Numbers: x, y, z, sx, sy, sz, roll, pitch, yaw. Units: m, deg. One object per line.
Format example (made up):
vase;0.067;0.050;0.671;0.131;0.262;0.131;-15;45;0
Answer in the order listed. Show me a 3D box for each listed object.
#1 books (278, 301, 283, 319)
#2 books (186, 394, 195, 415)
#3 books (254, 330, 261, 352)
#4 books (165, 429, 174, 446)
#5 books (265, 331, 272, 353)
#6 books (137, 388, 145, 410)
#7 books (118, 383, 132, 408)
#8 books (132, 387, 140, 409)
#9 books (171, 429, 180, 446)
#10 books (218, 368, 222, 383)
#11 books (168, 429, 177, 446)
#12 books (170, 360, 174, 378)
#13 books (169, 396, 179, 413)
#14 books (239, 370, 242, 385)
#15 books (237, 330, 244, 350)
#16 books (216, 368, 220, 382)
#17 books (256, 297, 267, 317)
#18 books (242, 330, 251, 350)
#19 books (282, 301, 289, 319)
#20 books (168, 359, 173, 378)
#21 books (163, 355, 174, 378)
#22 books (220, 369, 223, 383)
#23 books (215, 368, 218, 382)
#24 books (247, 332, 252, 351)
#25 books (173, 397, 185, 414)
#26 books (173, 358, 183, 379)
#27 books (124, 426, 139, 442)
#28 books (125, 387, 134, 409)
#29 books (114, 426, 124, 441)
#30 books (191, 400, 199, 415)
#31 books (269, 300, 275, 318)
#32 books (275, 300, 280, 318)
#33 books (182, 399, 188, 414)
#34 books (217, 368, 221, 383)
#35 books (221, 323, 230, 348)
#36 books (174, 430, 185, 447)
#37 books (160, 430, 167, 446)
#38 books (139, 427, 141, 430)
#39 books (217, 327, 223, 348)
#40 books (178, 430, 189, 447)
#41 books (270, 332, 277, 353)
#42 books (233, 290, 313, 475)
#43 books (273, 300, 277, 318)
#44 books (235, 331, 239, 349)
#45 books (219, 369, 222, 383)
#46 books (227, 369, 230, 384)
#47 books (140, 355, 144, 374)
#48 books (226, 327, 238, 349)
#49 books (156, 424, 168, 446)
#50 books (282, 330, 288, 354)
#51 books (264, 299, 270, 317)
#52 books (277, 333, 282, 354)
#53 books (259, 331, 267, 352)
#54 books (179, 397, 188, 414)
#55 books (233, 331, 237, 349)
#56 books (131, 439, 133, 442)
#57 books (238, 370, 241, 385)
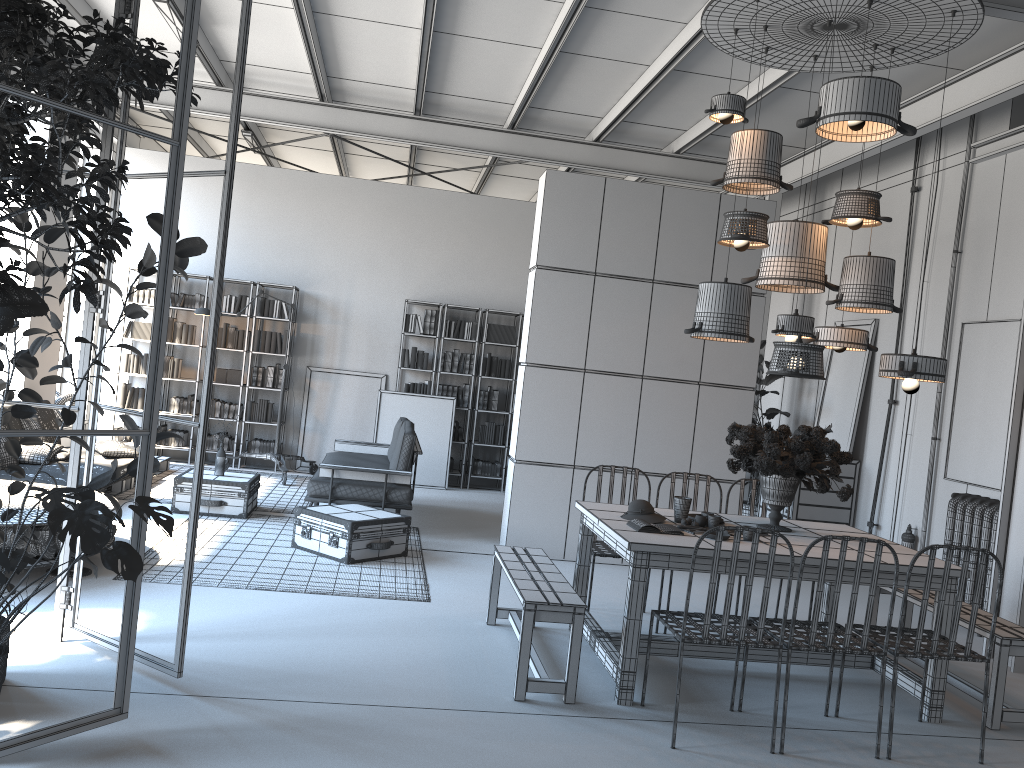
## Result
books;-2.833;-0.907;10.862;0.022;0.236;0.186;6;1;-8
books;-3.923;0.248;10.849;0.036;0.244;0.302;6;1;-8
books;-3.118;-0.527;10.871;0.062;0.265;0.193;6;1;-13
books;-4.173;0.649;10.815;0.037;0.192;0.265;6;1;-8
books;-2.991;-0.513;10.890;0.062;0.265;0.193;6;1;-13
books;-4.466;0.183;10.732;0.062;0.265;0.193;6;1;-8
books;-4.670;0.141;10.694;0.071;0.303;0.222;6;1;-8
books;-4.531;0.176;10.734;0.062;0.265;0.193;6;1;-8
books;-4.106;0.659;10.823;0.040;0.196;0.262;6;1;-8
books;-3.547;-0.100;10.789;0.012;0.177;0.134;6;1;-8
books;-4.142;0.655;10.825;0.030;0.192;0.277;6;1;-8
books;-4.068;-0.180;10.649;0.022;0.227;0.165;6;1;-8
books;-4.114;0.251;10.807;0.056;0.195;0.270;6;1;-8
books;-3.298;-0.078;10.802;0.012;0.177;0.134;6;1;-8
books;-3.315;-0.540;10.871;0.057;0.244;0.178;6;1;-8
books;-3.570;-0.103;10.786;0.012;0.177;0.134;6;1;-8
books;-3.060;-0.937;10.831;0.083;0.242;0.178;6;1;-8
books;-3.258;-0.534;10.891;0.057;0.244;0.178;6;1;-8
books;-2.772;-0.895;10.871;0.107;0.229;0.184;6;1;-8
books;-4.089;-0.182;10.645;0.022;0.227;0.165;6;1;-8
books;-4.146;-0.209;10.661;0.091;0.266;0.195;6;1;-8
books;-3.524;-0.098;10.792;0.012;0.177;0.134;6;1;-8
books;-3.581;-0.104;10.784;0.012;0.177;0.134;6;1;-8
books;-3.215;-0.520;10.864;0.022;0.226;0.163;6;1;-8
books;-4.059;0.257;10.815;0.056;0.195;0.270;6;1;-8
books;-4.028;-0.185;10.675;0.057;0.244;0.180;6;1;-8
books;-4.628;0.605;10.795;0.089;0.183;0.269;6;1;-6
books;-4.599;0.170;10.703;0.084;0.267;0.193;6;1;-9
books;-4.711;0.602;10.630;0.067;0.174;0.240;6;1;-9
books;-3.876;0.286;10.852;0.061;0.177;0.246;6;1;-9
books;-2.935;-0.913;10.857;0.052;0.223;0.164;6;1;-8
books;-2.860;-0.908;10.859;0.032;0.231;0.179;6;1;-8
books;-3.968;0.276;10.833;0.048;0.180;0.257;6;1;-8
books;-3.559;-0.101;10.787;0.012;0.177;0.134;6;1;-8
books;-3.494;-0.591;10.813;0.038;0.303;0.222;6;1;-8
books;-4.064;0.663;10.838;0.049;0.195;0.279;6;1;-8
books;-4.219;0.653;10.806;0.048;0.182;0.258;6;1;-8
books;-4.509;0.618;10.820;0.056;0.197;0.271;6;1;-8
books;-3.559;-0.566;10.848;0.057;0.244;0.178;6;1;-8
books;-4.017;0.668;10.844;0.047;0.192;0.279;6;1;-8
books;-2.931;-0.507;10.916;0.062;0.265;0.193;6;1;-13
books;-2.351;0.056;10.468;2.306;2.162;0.264;6;1;-30
books;-2.891;-0.911;10.854;0.032;0.231;0.179;6;1;-8
books;-3.355;-0.535;10.845;0.022;0.226;0.163;6;1;-8
books;-3.536;-0.099;10.790;0.012;0.177;0.134;6;1;-8
books;-3.434;-0.092;10.783;0.012;0.177;0.134;6;1;-8
books;-4.482;-0.228;10.794;0.033;0.240;0.156;6;1;-8
books;-3.433;-0.564;10.857;0.091;0.265;0.193;6;1;-8
books;-4.258;0.617;10.790;0.036;0.247;0.304;6;1;-8
books;-2.782;-0.512;10.929;0.071;0.303;0.222;6;1;-13
books;-2.987;-0.919;10.839;0.052;0.223;0.164;6;1;-8
books;-2.857;-0.498;10.912;0.084;0.267;0.193;6;1;-12
books;-3.055;-0.520;10.880;0.062;0.265;0.193;6;1;-13
books;-4.011;0.262;10.825;0.037;0.190;0.264;6;1;-8
books;-3.377;-0.537;10.841;0.022;0.226;0.163;6;1;-8
books;-4.568;0.622;10.801;0.061;0.179;0.247;6;1;-9
books;-3.309;-0.079;10.801;0.012;0.177;0.134;6;1;-8
